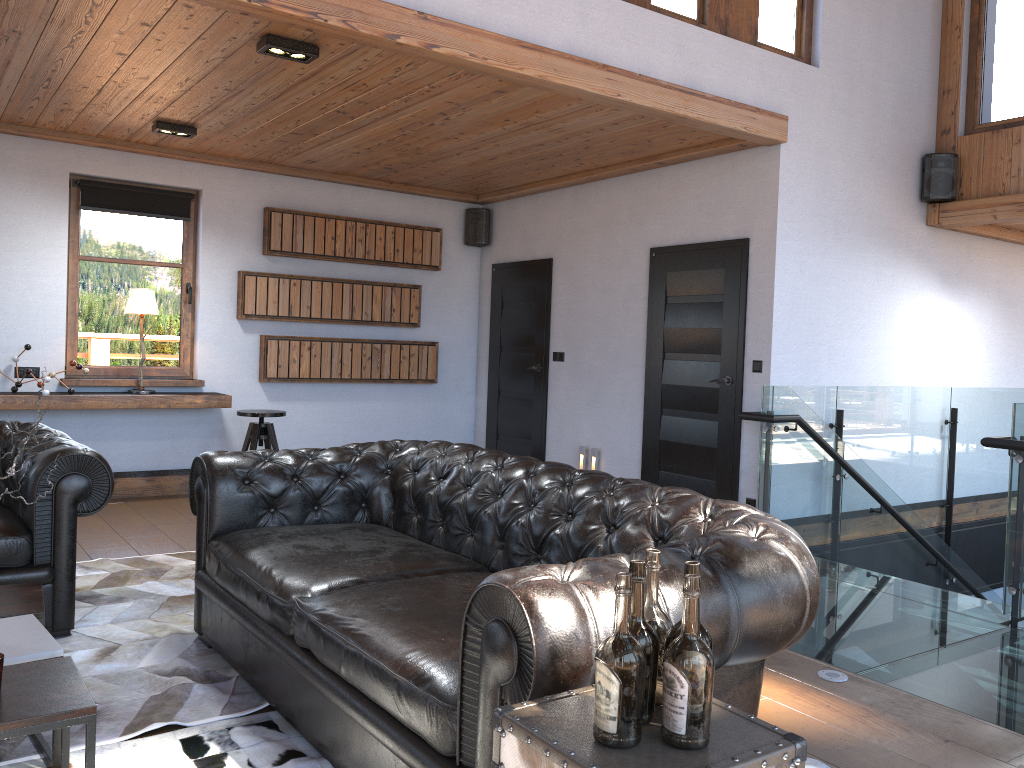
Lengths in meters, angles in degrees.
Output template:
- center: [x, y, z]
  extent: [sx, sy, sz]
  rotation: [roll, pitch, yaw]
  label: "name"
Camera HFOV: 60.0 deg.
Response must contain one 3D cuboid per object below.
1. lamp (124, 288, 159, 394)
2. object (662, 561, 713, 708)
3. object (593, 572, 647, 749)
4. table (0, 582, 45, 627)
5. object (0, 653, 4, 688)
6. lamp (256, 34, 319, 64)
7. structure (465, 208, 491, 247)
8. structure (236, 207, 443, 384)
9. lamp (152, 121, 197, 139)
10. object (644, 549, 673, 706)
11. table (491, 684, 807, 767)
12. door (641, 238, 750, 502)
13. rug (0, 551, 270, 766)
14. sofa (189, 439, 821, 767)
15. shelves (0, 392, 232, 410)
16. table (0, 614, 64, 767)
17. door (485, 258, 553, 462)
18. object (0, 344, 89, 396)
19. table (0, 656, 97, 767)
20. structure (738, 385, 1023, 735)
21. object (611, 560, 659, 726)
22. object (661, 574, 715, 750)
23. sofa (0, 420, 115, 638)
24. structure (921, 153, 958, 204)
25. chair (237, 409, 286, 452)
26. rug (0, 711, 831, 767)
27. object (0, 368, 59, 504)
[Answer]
- center: [-2.946, 0.011, 6.843]
  extent: [0.249, 1.481, 0.625]
  rotation: [1, 2, -43]
  label: "lamp"
- center: [0.320, 0.465, 1.606]
  extent: [0.087, 0.286, 0.087]
  rotation: [2, 2, 5]
  label: "object"
- center: [0.185, 0.463, 1.510]
  extent: [0.088, 0.286, 0.087]
  rotation: [1, 2, -25]
  label: "object"
- center: [-1.890, 0.895, 2.866]
  extent: [0.657, 0.350, 0.396]
  rotation: [1, 2, -30]
  label: "table"
- center: [-1.405, 0.728, 2.118]
  extent: [0.246, 0.081, 0.303]
  rotation: [2, 2, 4]
  label: "object"
- center: [-1.077, -1.617, 4.263]
  extent: [0.264, 0.068, 0.153]
  rotation: [1, 3, -35]
  label: "lamp"
- center: [-0.324, -1.493, 8.463]
  extent: [0.216, 0.349, 0.211]
  rotation: [1, 2, -35]
  label: "structure"
- center: [-1.517, -0.740, 7.851]
  extent: [1.873, 1.444, 0.317]
  rotation: [1, 2, -35]
  label: "structure"
- center: [-2.296, -1.735, 6.028]
  extent: [0.264, 0.068, 0.153]
  rotation: [1, 3, -35]
  label: "lamp"
- center: [0.265, 0.459, 1.692]
  extent: [0.087, 0.286, 0.088]
  rotation: [3, 2, 32]
  label: "object"
- center: [0.228, 0.905, 1.590]
  extent: [0.422, 0.609, 0.401]
  rotation: [1, 2, -35]
  label: "table"
- center: [1.281, 0.033, 6.298]
  extent: [0.145, 2.054, 0.931]
  rotation: [1, 2, -35]
  label: "door"
- center: [-2.359, 1.012, 3.397]
  extent: [4.089, 0.053, 2.406]
  rotation: [1, 3, -34]
  label: "rug"
- center: [-0.199, 0.711, 3.131]
  extent: [1.253, 0.838, 2.538]
  rotation: [1, 3, -35]
  label: "sofa"
- center: [-5.077, 0.020, 5.177]
  extent: [6.717, 0.988, 0.605]
  rotation: [1, 2, -35]
  label: "shelves"
- center: [-1.664, 0.919, 2.475]
  extent: [0.658, 0.350, 0.395]
  rotation: [0, 3, -40]
  label: "table"
- center: [0.057, -0.086, 8.071]
  extent: [0.145, 2.054, 0.931]
  rotation: [1, 2, -35]
  label: "door"
- center: [-3.412, -0.107, 6.263]
  extent: [0.648, 0.349, 0.520]
  rotation: [2, 2, -8]
  label: "object"
- center: [-1.397, 0.943, 2.134]
  extent: [0.657, 0.350, 0.396]
  rotation: [1, 2, -35]
  label: "table"
- center: [7.304, 0.973, 4.439]
  extent: [11.150, 6.396, 9.111]
  rotation: [1, 3, -35]
  label: "structure"
- center: [0.222, 0.461, 1.602]
  extent: [0.086, 0.286, 0.088]
  rotation: [3, 2, 33]
  label: "object"
- center: [0.302, 0.468, 1.514]
  extent: [0.088, 0.286, 0.087]
  rotation: [1, 2, -22]
  label: "object"
- center: [-3.049, 0.590, 3.455]
  extent: [2.595, 0.838, 1.226]
  rotation: [1, 3, -36]
  label: "sofa"
- center: [3.172, -1.527, 6.582]
  extent: [0.216, 0.349, 0.211]
  rotation: [1, 2, -35]
  label: "structure"
- center: [-1.935, 0.569, 6.815]
  extent: [0.397, 0.721, 0.388]
  rotation: [1, 2, -35]
  label: "chair"
- center: [0.309, 1.190, 1.496]
  extent: [2.459, 0.053, 3.767]
  rotation: [1, 3, -34]
  label: "rug"
- center: [-1.599, 0.343, 2.442]
  extent: [0.625, 0.808, 0.403]
  rotation: [1, 2, -24]
  label: "object"
